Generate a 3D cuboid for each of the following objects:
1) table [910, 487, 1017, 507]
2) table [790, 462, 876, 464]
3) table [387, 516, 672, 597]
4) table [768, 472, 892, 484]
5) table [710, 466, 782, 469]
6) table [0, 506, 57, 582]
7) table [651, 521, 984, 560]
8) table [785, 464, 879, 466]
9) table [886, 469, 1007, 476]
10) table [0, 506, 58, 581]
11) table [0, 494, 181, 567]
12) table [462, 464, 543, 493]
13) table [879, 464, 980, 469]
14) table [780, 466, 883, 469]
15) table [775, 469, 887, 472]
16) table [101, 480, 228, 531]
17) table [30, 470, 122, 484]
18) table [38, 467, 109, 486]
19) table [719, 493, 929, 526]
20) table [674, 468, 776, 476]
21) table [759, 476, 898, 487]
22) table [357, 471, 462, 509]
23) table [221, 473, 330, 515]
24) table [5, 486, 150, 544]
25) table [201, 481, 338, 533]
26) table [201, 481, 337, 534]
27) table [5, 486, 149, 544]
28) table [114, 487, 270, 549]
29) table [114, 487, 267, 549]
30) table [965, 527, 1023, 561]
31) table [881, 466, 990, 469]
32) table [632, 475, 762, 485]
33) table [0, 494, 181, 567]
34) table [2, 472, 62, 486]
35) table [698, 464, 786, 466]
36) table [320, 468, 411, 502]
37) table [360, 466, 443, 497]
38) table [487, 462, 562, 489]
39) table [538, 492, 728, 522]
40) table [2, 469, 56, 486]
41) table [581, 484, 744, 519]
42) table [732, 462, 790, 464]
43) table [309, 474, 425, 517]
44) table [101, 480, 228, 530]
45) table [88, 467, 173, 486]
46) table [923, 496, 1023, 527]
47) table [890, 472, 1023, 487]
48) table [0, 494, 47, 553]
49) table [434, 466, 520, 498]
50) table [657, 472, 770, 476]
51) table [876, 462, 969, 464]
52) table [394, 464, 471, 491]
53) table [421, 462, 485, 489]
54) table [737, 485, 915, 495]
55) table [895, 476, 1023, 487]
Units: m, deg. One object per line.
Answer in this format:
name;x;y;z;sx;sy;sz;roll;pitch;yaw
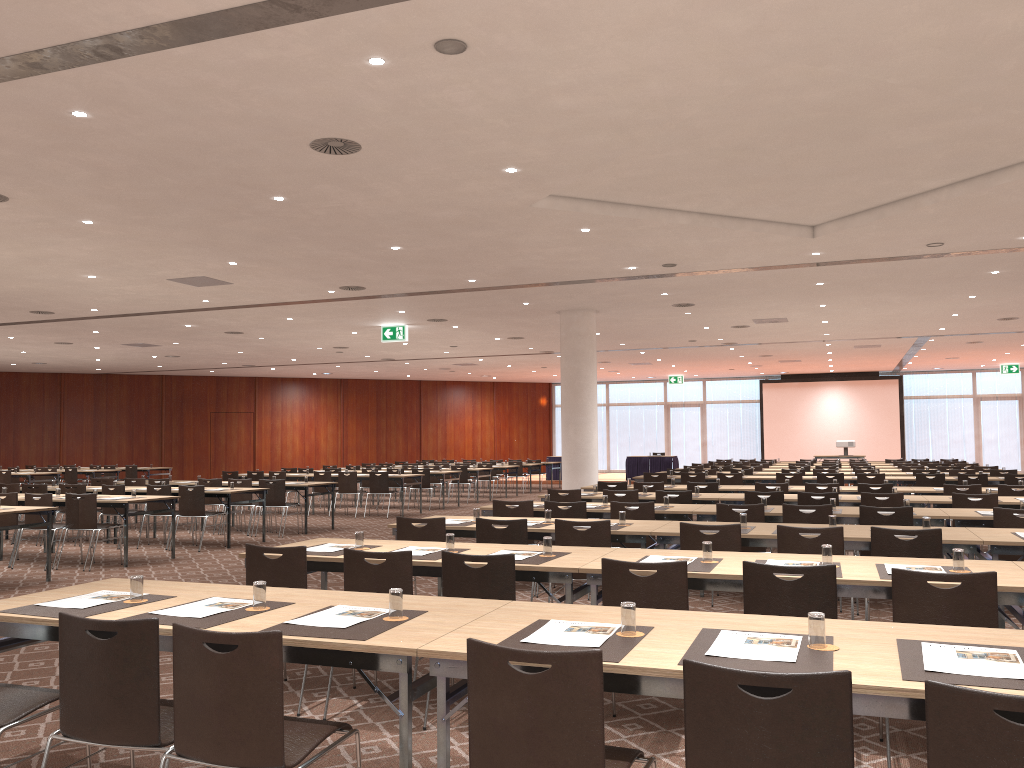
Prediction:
table;6.510;1.804;11.652;2.267;0.832;0.953;-2;-4;20
table;9.072;2.629;25.082;2.267;0.832;0.953;-2;-4;20
table;0.169;1.609;7.605;2.267;0.832;0.953;-2;-4;20
table;6.293;2.182;17.589;2.267;0.832;0.953;-2;-4;20
table;5.554;2.476;22.122;2.267;0.832;0.953;-2;-4;20
table;-6.392;1.827;10.030;2.267;0.832;0.953;-2;-4;20
table;2.297;1.539;6.819;2.267;0.832;0.953;-2;-4;20
table;8.377;2.517;23.209;2.267;0.832;0.953;-2;-4;20
table;9.116;2.223;18.676;2.267;0.832;0.953;-2;-4;20
table;-6.392;1.827;10.030;2.267;0.832;0.953;-2;-4;20
table;-5.697;1.938;11.903;2.267;0.832;0.953;-2;-4;20
table;-0.312;2.805;26.420;2.267;0.832;0.953;-2;-4;20
table;10.506;2.447;22.422;2.267;0.832;0.953;-2;-4;20
table;7.683;2.405;21.336;2.267;0.832;0.953;-2;-4;20
table;6.988;2.293;19.463;2.267;0.832;0.953;-2;-4;20
table;-6.436;2.232;16.436;2.267;0.832;0.953;-2;-4;20
table;-11.974;2.786;24.340;2.267;0.832;0.953;-2;-4;20
table;-13.408;2.969;26.999;2.267;0.832;0.953;-2;-4;20
table;3.687;1.762;10.565;2.267;0.832;0.953;-2;-4;20
table;4.859;2.364;20.249;2.267;0.832;0.953;-2;-4;20
table;5.598;2.070;15.716;2.267;0.832;0.953;-2;-4;20
table;-2.397;2.469;20.800;2.267;0.832;0.953;-2;-4;20
table;-5.220;2.428;19.714;2.267;0.832;0.953;-2;-4;20
table;-7.131;2.121;14.563;2.267;0.832;0.953;-2;-4;20
table;-4.308;2.162;15.649;2.267;0.832;0.953;-2;-4;20
table;-4.308;2.162;15.649;2.267;0.832;0.953;-2;-4;20
table;-7.131;2.121;14.563;2.267;0.832;0.953;-2;-4;20
table;-5.002;2.050;13.776;2.267;0.832;0.953;-2;-4;20
table;-5.002;2.050;13.776;2.267;0.832;0.953;-2;-4;20
table;4.426;1.468;6.032;2.267;0.832;0.953;-2;-4;20
table;9.811;2.335;20.549;2.267;0.832;0.953;-2;-4;20
table;3.469;2.140;16.503;2.267;0.832;0.953;-2;-4;20
table;-5.697;1.938;11.903;2.267;0.832;0.953;-2;-4;20
table;-12.669;2.675;22.466;2.267;0.832;0.953;-2;-4;20
table;6.249;2.588;23.995;2.267;0.832;0.953;-2;-4;20
table;-3.830;2.652;23.460;2.267;0.832;0.953;-2;-4;20
table;-3.135;2.763;25.333;2.267;0.832;0.953;-2;-4;20
table;0.383;2.917;28.293;2.267;0.832;0.953;-2;-4;20
table;1.559;1.833;11.352;2.267;0.832;0.953;-2;-4;20
table;-14.102;2.857;25.126;2.267;0.832;0.953;-2;-4;20
table;2.253;1.945;13.225;2.267;0.832;0.953;-2;-4;20
table;6.944;2.699;25.868;2.267;0.832;0.953;-2;-4;20
table;-3.092;2.358;18.927;2.267;0.832;0.953;-2;-4;20
table;-6.436;2.232;16.436;2.267;0.832;0.953;-2;-4;20
table;-11.279;2.898;26.213;2.267;0.832;0.953;-2;-4;20
table;5.816;1.692;9.779;2.267;0.832;0.953;-2;-4;20
table;8.421;2.111;16.803;2.267;0.832;0.953;-2;-4;20
table;-7.826;2.009;12.690;2.267;0.832;0.953;-2;-4;20
table;-1.007;2.693;24.547;2.267;0.832;0.953;-2;-4;20
table;4.164;2.252;18.376;2.267;0.832;0.953;-2;-4;20
table;11.201;2.558;24.295;2.267;0.832;0.953;-2;-4;20
table;-2.440;2.875;27.206;2.267;0.832;0.953;-2;-4;20
table;-1.746;2.987;29.080;2.267;0.832;0.953;-2;-4;20
table;4.382;1.874;12.438;2.267;0.832;0.953;-2;-4;20
table;7.726;1.999;14.930;2.267;0.832;0.953;-2;-4;20
